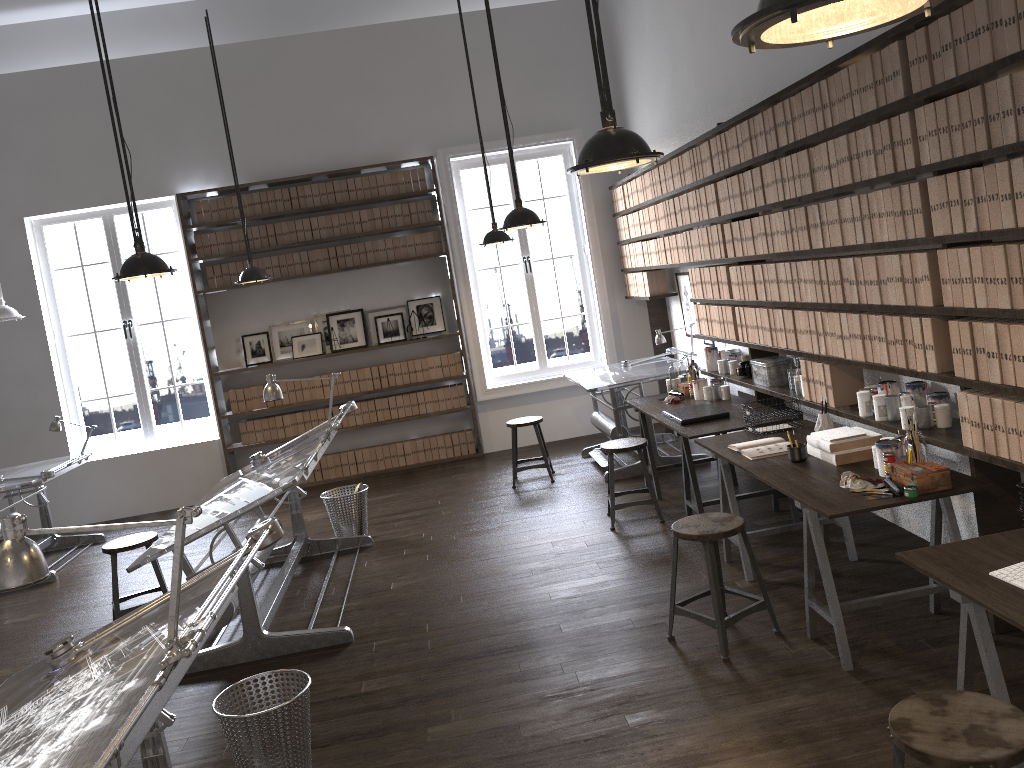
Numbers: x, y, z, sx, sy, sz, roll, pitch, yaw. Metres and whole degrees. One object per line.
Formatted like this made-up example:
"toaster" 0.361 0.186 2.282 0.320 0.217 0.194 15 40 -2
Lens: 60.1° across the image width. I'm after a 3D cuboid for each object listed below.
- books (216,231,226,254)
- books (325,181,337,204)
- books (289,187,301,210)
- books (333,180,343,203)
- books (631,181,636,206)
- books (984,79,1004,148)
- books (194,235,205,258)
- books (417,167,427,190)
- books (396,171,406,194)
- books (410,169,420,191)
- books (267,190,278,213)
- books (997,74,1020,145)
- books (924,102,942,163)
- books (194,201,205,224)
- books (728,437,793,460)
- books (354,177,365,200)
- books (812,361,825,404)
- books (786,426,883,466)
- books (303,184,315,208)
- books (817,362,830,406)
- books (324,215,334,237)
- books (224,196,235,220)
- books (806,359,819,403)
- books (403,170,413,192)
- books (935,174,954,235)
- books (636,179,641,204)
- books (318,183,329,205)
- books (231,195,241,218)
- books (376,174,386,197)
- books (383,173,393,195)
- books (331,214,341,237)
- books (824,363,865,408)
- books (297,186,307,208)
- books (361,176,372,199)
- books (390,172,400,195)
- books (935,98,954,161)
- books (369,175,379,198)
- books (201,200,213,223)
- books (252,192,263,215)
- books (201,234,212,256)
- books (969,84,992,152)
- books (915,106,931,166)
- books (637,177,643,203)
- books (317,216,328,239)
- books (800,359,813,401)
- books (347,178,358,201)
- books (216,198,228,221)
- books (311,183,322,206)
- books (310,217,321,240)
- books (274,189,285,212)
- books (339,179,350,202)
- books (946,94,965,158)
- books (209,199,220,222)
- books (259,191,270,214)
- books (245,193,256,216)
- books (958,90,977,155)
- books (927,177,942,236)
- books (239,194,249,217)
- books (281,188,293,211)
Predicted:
"books" -2.820 -1.371 8.649 0.067 0.225 0.175 -10 5 -5
"books" -1.778 -1.871 8.724 0.067 0.225 0.175 -9 5 -4
"books" -2.124 -1.811 8.690 0.067 0.225 0.175 -9 5 -4
"books" -1.705 -1.883 8.729 0.067 0.225 0.175 -9 5 -4
"books" 1.169 -1.717 7.931 0.174 0.225 0.067 -10 4 -5
"books" 1.692 -0.910 2.960 0.174 0.225 0.067 -10 4 -5
"books" -3.029 -1.335 8.635 0.067 0.225 0.175 -10 5 -5
"books" -0.890 -2.023 8.798 0.067 0.225 0.175 -9 5 -4
"books" -1.095 -1.987 8.778 0.067 0.225 0.175 -9 5 -4
"books" -0.960 -2.011 8.796 0.067 0.225 0.175 -10 5 -5
"books" -2.337 -1.775 8.676 0.067 0.225 0.175 -9 5 -4
"books" 1.694 -0.902 2.889 0.174 0.225 0.067 -10 4 -5
"books" 1.652 -0.946 3.307 0.174 0.225 0.067 -10 4 -5
"books" -3.020 -1.657 8.611 0.067 0.225 0.175 -9 5 -4
"books" 1.269 0.316 4.475 0.256 0.029 0.356 -10 7 -4
"books" -1.500 -1.918 8.746 0.067 0.225 0.175 -9 5 -4
"books" 1.704 -0.020 4.708 0.174 0.225 0.067 -10 4 -5
"books" 1.472 0.274 4.091 0.385 0.147 0.295 -10 6 -5
"books" -1.986 -1.835 8.701 0.067 0.225 0.175 -10 5 -5
"books" 1.706 -0.012 4.637 0.174 0.225 0.067 -10 4 -5
"books" -1.796 -1.547 8.740 0.067 0.225 0.175 -10 5 -5
"books" -2.741 -1.706 8.641 0.067 0.225 0.175 -9 5 -4
"books" 1.697 -0.027 4.779 0.174 0.225 0.067 -10 4 -5
"books" -1.029 -1.999 8.790 0.067 0.225 0.175 -10 5 -5
"books" 1.696 -0.681 3.313 0.174 0.225 0.067 -10 4 -5
"books" 1.187 -1.695 7.727 0.174 0.225 0.067 -10 4 -5
"books" -1.847 -1.859 8.720 0.067 0.225 0.175 -9 5 -4
"books" -2.671 -1.717 8.643 0.067 0.225 0.175 -10 5 -5
"books" -1.294 -1.953 8.762 0.067 0.225 0.175 -9 5 -4
"books" -1.223 -1.966 8.770 0.067 0.225 0.175 -10 5 -5
"books" -1.730 -1.557 8.741 0.067 0.225 0.175 -9 5 -4
"books" 1.718 -0.005 4.567 0.174 0.225 0.067 -10 4 -5
"books" -2.051 -1.824 8.702 0.067 0.225 0.175 -10 5 -5
"books" -1.432 -1.930 8.756 0.067 0.225 0.175 -10 5 -5
"books" -1.161 -1.977 8.777 0.067 0.225 0.175 -10 5 -5
"books" 1.659 -0.939 3.235 0.174 0.225 0.067 -10 4 -5
"books" -1.363 -1.942 8.760 0.067 0.225 0.175 -10 5 -5
"books" -2.949 -1.670 8.617 0.067 0.225 0.175 -10 5 -5
"books" -2.473 -1.751 8.659 0.067 0.225 0.175 -10 5 -5
"books" -2.961 -1.347 8.639 0.067 0.225 0.175 -10 5 -5
"books" 1.680 -0.917 3.034 0.174 0.225 0.067 -10 4 -5
"books" 1.649 -0.955 3.380 0.174 0.225 0.067 -10 4 -5
"books" 1.192 -1.688 7.665 0.174 0.225 0.067 -10 4 -5
"books" -1.857 -1.536 8.733 0.067 0.225 0.175 -10 5 -5
"books" 1.685 -0.034 4.845 0.174 0.225 0.067 -10 4 -5
"books" -1.571 -1.906 8.737 0.067 0.225 0.175 -9 5 -4
"books" -2.810 -1.694 8.637 0.067 0.225 0.175 -9 5 -4
"books" -1.915 -1.847 8.710 0.067 0.225 0.175 -10 5 -5
"books" -1.929 -1.523 8.725 0.067 0.225 0.175 -9 5 -4
"books" -2.267 -1.787 8.678 0.067 0.225 0.175 -10 5 -5
"books" -1.642 -1.893 8.730 0.067 0.225 0.175 -10 5 -5
"books" 1.669 -0.933 3.173 0.174 0.225 0.067 -10 4 -5
"books" -2.878 -1.682 8.627 0.067 0.225 0.175 -10 5 -5
"books" -2.407 -1.763 8.670 0.067 0.225 0.175 -9 5 -4
"books" -2.539 -1.740 8.658 0.067 0.225 0.175 -9 5 -4
"books" 1.678 -0.926 3.108 0.174 0.225 0.067 -10 4 -5
"books" 1.694 -0.689 3.376 0.174 0.225 0.067 -10 4 -5
"books" -2.600 -1.730 8.651 0.067 0.225 0.175 -9 5 -4
"books" -2.198 -1.799 8.689 0.067 0.225 0.175 -10 5 -5
